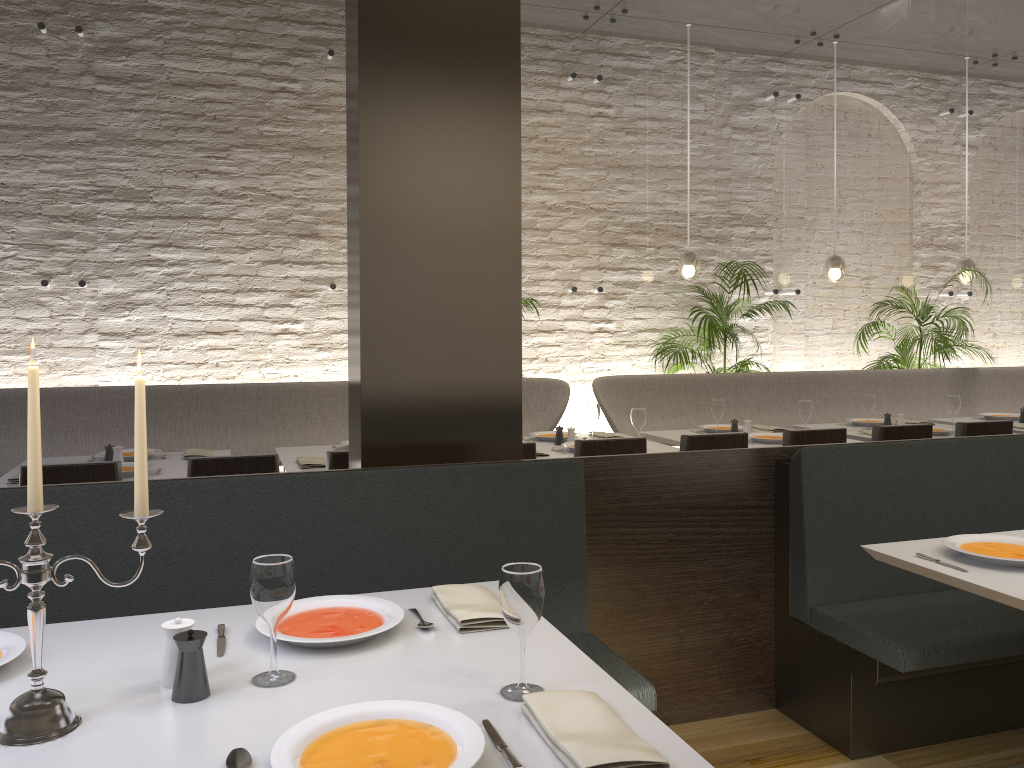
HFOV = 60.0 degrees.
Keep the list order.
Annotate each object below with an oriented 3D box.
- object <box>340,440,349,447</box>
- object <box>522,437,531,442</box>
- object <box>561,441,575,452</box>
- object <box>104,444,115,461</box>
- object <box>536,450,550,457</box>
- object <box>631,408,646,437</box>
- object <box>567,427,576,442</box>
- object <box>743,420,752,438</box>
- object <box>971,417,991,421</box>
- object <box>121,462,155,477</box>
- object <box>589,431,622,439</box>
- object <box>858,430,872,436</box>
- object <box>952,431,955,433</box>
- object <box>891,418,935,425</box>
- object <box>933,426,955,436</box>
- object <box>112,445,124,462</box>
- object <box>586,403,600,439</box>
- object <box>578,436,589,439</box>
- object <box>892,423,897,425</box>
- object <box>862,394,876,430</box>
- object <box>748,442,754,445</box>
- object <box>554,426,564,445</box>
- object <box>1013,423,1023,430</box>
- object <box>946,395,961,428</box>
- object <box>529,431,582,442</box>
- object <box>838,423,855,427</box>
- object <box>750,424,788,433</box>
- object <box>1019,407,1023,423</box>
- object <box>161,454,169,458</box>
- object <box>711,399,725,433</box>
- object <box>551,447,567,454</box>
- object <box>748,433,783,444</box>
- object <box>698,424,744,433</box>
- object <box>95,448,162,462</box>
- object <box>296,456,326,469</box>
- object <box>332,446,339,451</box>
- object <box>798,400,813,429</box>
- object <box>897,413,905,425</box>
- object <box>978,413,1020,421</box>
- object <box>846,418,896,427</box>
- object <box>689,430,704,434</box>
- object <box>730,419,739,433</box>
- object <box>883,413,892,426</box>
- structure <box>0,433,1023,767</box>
[{"bbox_3d":[-0.813,0.347,5.026,0.322,0.036,0.322,-3,4,-40],"label":"object"},{"bbox_3d":[0.087,0.335,5.328,0.017,0.010,0.185,-1,4,-18],"label":"object"},{"bbox_3d":[0.429,0.351,4.870,0.321,0.036,0.322,1,4,17],"label":"object"},{"bbox_3d":[-1.989,0.351,4.380,0.059,0.109,0.059,-1,2,-27],"label":"object"},{"bbox_3d":[0.087,0.366,4.759,0.142,0.033,0.273,-1,4,-18],"label":"object"},{"bbox_3d":[0.698,0.249,4.890,0.086,0.230,0.086,0,1,24],"label":"object"},{"bbox_3d":[0.340,0.300,5.075,0.059,0.109,0.059,-1,2,-10],"label":"object"},{"bbox_3d":[1.445,0.273,5.439,0.059,0.109,0.059,-1,2,-27],"label":"object"},{"bbox_3d":[3.407,0.256,6.424,0.017,0.010,0.185,-1,4,-18],"label":"object"},{"bbox_3d":[-1.835,0.405,4.123,0.322,0.036,0.322,-3,4,-40],"label":"object"},{"bbox_3d":[0.593,0.321,5.471,0.142,0.033,0.273,-1,4,-18],"label":"object"},{"bbox_3d":[2.295,0.313,5.487,0.142,0.033,0.273,-1,4,-18],"label":"object"},{"bbox_3d":[2.804,0.304,5.659,0.017,0.010,0.185,-1,4,-18],"label":"object"},{"bbox_3d":[2.801,0.268,6.200,0.142,0.033,0.273,-1,4,-18],"label":"object"},{"bbox_3d":[2.637,0.298,5.599,0.322,0.036,0.322,-3,4,-40],"label":"object"},{"bbox_3d":[-1.924,0.354,4.327,0.059,0.109,0.059,-1,2,-27],"label":"object"},{"bbox_3d":[0.478,0.230,5.226,0.086,0.230,0.086,0,1,24],"label":"object"},{"bbox_3d":[0.429,0.324,5.440,0.038,0.015,0.181,-1,4,-17],"label":"object"},{"bbox_3d":[2.637,0.271,6.169,0.038,0.015,0.181,-1,4,-17],"label":"object"},{"bbox_3d":[2.353,0.185,5.845,0.086,0.230,0.086,0,1,24],"label":"object"},{"bbox_3d":[1.359,0.336,5.182,0.038,0.015,0.181,-1,4,-17],"label":"object"},{"bbox_3d":[0.274,0.297,5.127,0.059,0.109,0.059,-1,2,-10],"label":"object"},{"bbox_3d":[3.407,0.286,5.855,0.142,0.033,0.273,-1,4,-18],"label":"object"},{"bbox_3d":[2.863,0.189,5.745,0.086,0.230,0.086,0,1,24],"label":"object"},{"bbox_3d":[0.263,0.321,5.381,0.321,0.036,0.322,1,4,17],"label":"object"},{"bbox_3d":[2.295,0.282,6.056,0.017,0.010,0.185,-1,4,-18],"label":"object"},{"bbox_3d":[1.698,0.295,5.836,0.142,0.033,0.273,-1,4,-18],"label":"object"},{"bbox_3d":[3.595,0.217,6.223,0.059,0.109,0.059,-1,2,-27],"label":"object"},{"bbox_3d":[-1.834,0.379,4.693,0.038,0.015,0.181,-1,4,-17],"label":"object"},{"bbox_3d":[1.274,0.211,5.489,0.086,0.230,0.086,1,2,30],"label":"object"},{"bbox_3d":[0.254,0.362,4.817,0.038,0.015,0.181,-1,4,-17],"label":"object"},{"bbox_3d":[1.534,0.324,5.235,0.321,0.036,0.322,-3,4,-36],"label":"object"},{"bbox_3d":[1.368,0.294,5.746,0.321,0.036,0.322,-3,4,-36],"label":"object"},{"bbox_3d":[-2.001,0.375,4.634,0.322,0.036,0.322,-3,4,-40],"label":"object"},{"bbox_3d":[-0.989,0.392,4.404,0.142,0.033,0.273,-1,4,-18],"label":"object"},{"bbox_3d":[-0.989,0.361,4.973,0.017,0.010,0.185,-1,4,-18],"label":"object"},{"bbox_3d":[1.785,0.215,5.389,0.086,0.230,0.086,-1,1,-12],"label":"object"},{"bbox_3d":[2.548,0.247,5.804,0.059,0.109,0.059,-1,2,-27],"label":"object"},{"bbox_3d":[3.583,0.241,6.477,0.322,0.036,0.322,-3,4,-40],"label":"object"},{"bbox_3d":[2.470,0.268,6.110,0.322,0.036,0.322,-3,4,-40],"label":"object"},{"bbox_3d":[1.192,0.309,5.692,0.017,0.010,0.185,-1,4,-18],"label":"object"},{"bbox_3d":[1.379,0.270,5.492,0.059,0.109,0.059,-1,2,-27],"label":"object"},{"bbox_3d":[2.482,0.244,5.856,0.059,0.109,0.059,-1,2,-27],"label":"object"},{"bbox_3d":[0.951,0.790,2.072,10.747,1.000,2.375,-1,3,-18],"label":"structure"}]
